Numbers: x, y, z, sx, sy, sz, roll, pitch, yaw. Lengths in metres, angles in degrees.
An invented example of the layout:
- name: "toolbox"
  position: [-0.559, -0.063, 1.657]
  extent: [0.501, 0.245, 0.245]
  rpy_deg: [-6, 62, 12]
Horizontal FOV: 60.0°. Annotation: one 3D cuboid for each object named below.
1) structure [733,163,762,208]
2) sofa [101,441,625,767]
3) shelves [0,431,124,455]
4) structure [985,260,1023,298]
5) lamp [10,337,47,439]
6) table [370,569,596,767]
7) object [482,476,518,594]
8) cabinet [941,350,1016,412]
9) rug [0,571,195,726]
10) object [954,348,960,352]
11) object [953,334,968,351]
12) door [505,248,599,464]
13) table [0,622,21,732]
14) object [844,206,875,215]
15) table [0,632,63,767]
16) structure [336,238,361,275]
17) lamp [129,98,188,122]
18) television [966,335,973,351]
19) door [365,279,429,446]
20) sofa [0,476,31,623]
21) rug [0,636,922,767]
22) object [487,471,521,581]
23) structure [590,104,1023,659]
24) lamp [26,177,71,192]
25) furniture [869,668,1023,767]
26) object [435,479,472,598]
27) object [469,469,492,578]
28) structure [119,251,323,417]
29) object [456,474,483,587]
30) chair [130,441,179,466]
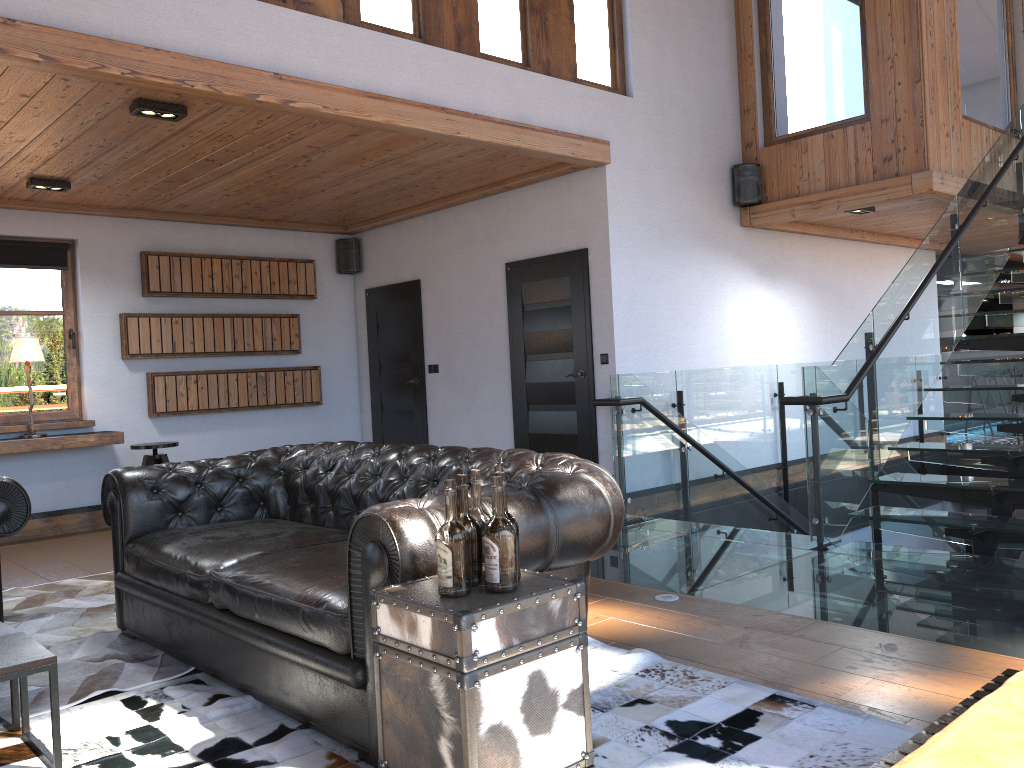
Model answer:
- name: "structure"
  position: [2.022, -1.709, 7.628]
  extent: [0.216, 0.349, 0.211]
  rpy_deg: [-3, 0, -42]
- name: "sofa"
  position: [-0.702, 0.712, 3.757]
  extent: [1.255, 0.838, 2.534]
  rpy_deg: [-3, 1, -43]
- name: "shelves"
  position: [-5.847, 0.526, 5.189]
  extent: [6.725, 0.988, 0.605]
  rpy_deg: [-4, 1, -42]
- name: "structure"
  position: [6.732, -1.544, 12.876]
  extent: [3.290, 0.476, 0.702]
  rpy_deg: [-4, 1, -42]
- name: "lamp"
  position: [-3.935, 0.379, 7.101]
  extent: [0.625, 1.481, 0.249]
  rpy_deg: [-3, 0, 39]
- name: "table"
  position: [-0.075, 0.819, 2.282]
  extent: [0.423, 0.609, 0.400]
  rpy_deg: [-3, 1, -42]
- name: "object"
  position: [-0.033, 0.374, 2.225]
  extent: [0.088, 0.286, 0.087]
  rpy_deg: [-3, 0, -29]
- name: "cabinet"
  position: [6.960, 0.050, 13.000]
  extent: [4.860, 1.103, 0.878]
  rpy_deg: [-4, 1, -42]
- name: "rug"
  position: [-2.848, 1.213, 3.747]
  extent: [4.094, 0.053, 2.402]
  rpy_deg: [-4, 1, -41]
- name: "object"
  position: [5.925, -0.473, 11.805]
  extent: [0.079, 0.081, 0.079]
  rpy_deg: [-3, 1, 13]
- name: "object"
  position: [6.075, -0.670, 12.016]
  extent: [0.228, 0.452, 0.223]
  rpy_deg: [-3, 0, -42]
- name: "door"
  position: [0.323, 0.004, 7.085]
  extent: [0.145, 2.055, 0.929]
  rpy_deg: [-3, 0, -42]
- name: "table"
  position: [-2.056, 1.030, 2.923]
  extent: [0.395, 0.350, 0.658]
  rpy_deg: [-2, 1, 43]
- name: "object"
  position: [2.912, -1.471, 7.429]
  extent: [0.264, 0.068, 0.153]
  rpy_deg: [-4, 1, -42]
- name: "table"
  position: [-1.749, 1.019, 2.618]
  extent: [0.658, 0.350, 0.395]
  rpy_deg: [-4, 1, -42]
- name: "structure"
  position: [-1.667, -1.303, 9.055]
  extent: [0.216, 0.349, 0.211]
  rpy_deg: [-3, 0, -42]
- name: "lamp"
  position: [-1.919, -1.492, 4.811]
  extent: [0.264, 0.068, 0.153]
  rpy_deg: [-4, 1, -42]
- name: "television"
  position: [10.488, -0.728, 20.650]
  extent: [1.268, 0.813, 0.050]
  rpy_deg: [-3, 1, -42]
- name: "door"
  position: [-1.115, 0.052, 8.689]
  extent: [0.145, 2.055, 0.929]
  rpy_deg: [-3, 0, -42]
- name: "sofa"
  position: [-3.577, 0.857, 3.728]
  extent: [2.598, 0.838, 1.224]
  rpy_deg: [-4, 1, -43]
- name: "rug"
  position: [0.042, 1.092, 2.194]
  extent: [2.462, 0.053, 3.762]
  rpy_deg: [-4, 1, -41]
- name: "object"
  position: [-0.026, 0.372, 2.318]
  extent: [0.088, 0.286, 0.087]
  rpy_deg: [-3, 0, -2]
- name: "structure"
  position: [6.602, 0.343, 5.975]
  extent: [11.163, 6.398, 9.098]
  rpy_deg: [-4, 1, -42]
- name: "lamp"
  position: [-3.350, -1.444, 6.407]
  extent: [0.264, 0.068, 0.153]
  rpy_deg: [-4, 1, -42]
- name: "furniture"
  position: [0.736, 0.881, 1.105]
  extent: [2.794, 0.436, 1.161]
  rpy_deg: [-4, 1, -42]
- name: "object"
  position: [-0.148, 0.380, 2.206]
  extent: [0.088, 0.286, 0.087]
  rpy_deg: [-3, 0, -32]
- name: "object"
  position: [-0.091, 0.374, 2.396]
  extent: [0.087, 0.286, 0.088]
  rpy_deg: [-3, 0, 25]
- name: "structure"
  position: [-2.707, -0.466, 8.288]
  extent: [1.875, 1.445, 0.317]
  rpy_deg: [-3, 1, -42]
- name: "object"
  position: [-0.123, 0.377, 2.302]
  extent: [0.086, 0.286, 0.088]
  rpy_deg: [-3, 0, 26]
- name: "chair"
  position: [-2.879, 0.843, 7.188]
  extent: [0.398, 0.721, 0.388]
  rpy_deg: [-3, 0, -42]
